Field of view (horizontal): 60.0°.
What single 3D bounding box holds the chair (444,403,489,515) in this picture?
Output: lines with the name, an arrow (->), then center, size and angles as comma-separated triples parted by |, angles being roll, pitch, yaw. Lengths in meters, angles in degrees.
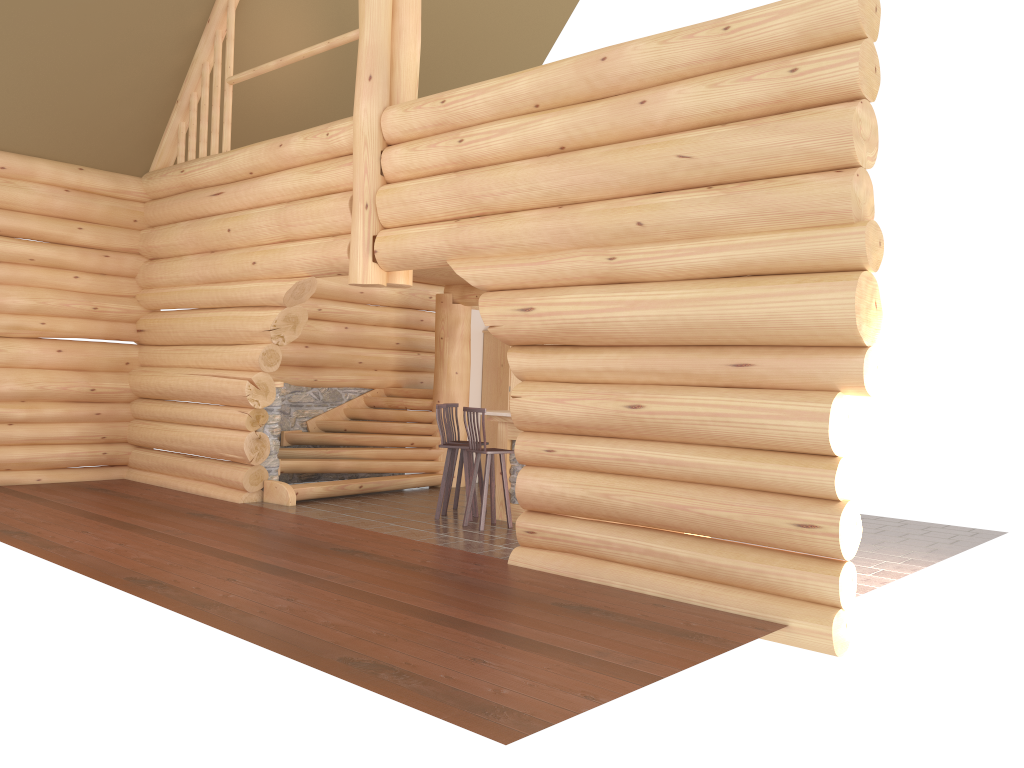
chair -> -0.582, 0.907, 10.888 | 0.504, 1.319, 0.406 | 2, 0, 22

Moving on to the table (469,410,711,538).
table -> 1.064, 1.001, 9.879 | 3.220, 1.257, 1.196 | 2, 0, 42

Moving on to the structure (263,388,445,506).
structure -> -2.421, 0.679, 12.826 | 1.951, 1.643, 3.604 | 2, 0, 36

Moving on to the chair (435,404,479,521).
chair -> -0.647, 0.906, 10.370 | 0.504, 1.319, 0.406 | 2, 0, 10

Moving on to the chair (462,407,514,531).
chair -> -0.267, 0.922, 9.799 | 0.504, 1.319, 0.406 | 2, 0, -38

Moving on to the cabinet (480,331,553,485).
cabinet -> 0.342, 0.388, 14.475 | 0.670, 2.403, 1.847 | 2, 0, 42
